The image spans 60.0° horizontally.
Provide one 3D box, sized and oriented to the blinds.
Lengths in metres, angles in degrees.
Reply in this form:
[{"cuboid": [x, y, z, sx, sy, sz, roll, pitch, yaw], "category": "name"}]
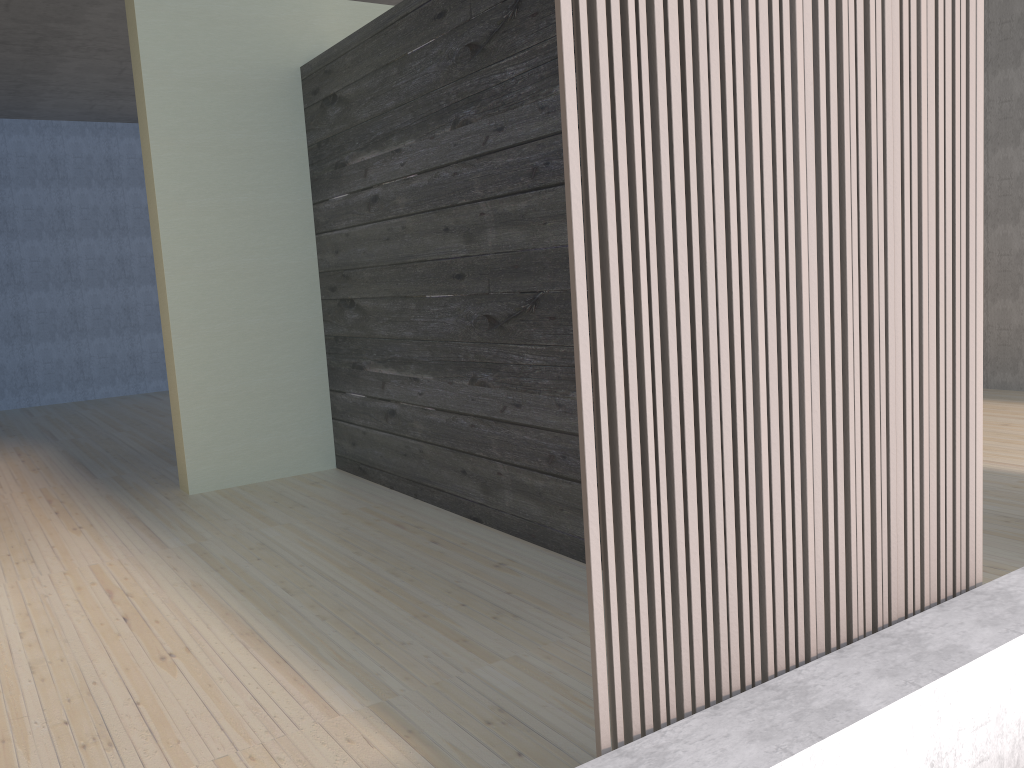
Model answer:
[{"cuboid": [0.528, -0.598, 1.594, 1.133, 2.744, 0.069, -8, 9, -33], "category": "blinds"}]
